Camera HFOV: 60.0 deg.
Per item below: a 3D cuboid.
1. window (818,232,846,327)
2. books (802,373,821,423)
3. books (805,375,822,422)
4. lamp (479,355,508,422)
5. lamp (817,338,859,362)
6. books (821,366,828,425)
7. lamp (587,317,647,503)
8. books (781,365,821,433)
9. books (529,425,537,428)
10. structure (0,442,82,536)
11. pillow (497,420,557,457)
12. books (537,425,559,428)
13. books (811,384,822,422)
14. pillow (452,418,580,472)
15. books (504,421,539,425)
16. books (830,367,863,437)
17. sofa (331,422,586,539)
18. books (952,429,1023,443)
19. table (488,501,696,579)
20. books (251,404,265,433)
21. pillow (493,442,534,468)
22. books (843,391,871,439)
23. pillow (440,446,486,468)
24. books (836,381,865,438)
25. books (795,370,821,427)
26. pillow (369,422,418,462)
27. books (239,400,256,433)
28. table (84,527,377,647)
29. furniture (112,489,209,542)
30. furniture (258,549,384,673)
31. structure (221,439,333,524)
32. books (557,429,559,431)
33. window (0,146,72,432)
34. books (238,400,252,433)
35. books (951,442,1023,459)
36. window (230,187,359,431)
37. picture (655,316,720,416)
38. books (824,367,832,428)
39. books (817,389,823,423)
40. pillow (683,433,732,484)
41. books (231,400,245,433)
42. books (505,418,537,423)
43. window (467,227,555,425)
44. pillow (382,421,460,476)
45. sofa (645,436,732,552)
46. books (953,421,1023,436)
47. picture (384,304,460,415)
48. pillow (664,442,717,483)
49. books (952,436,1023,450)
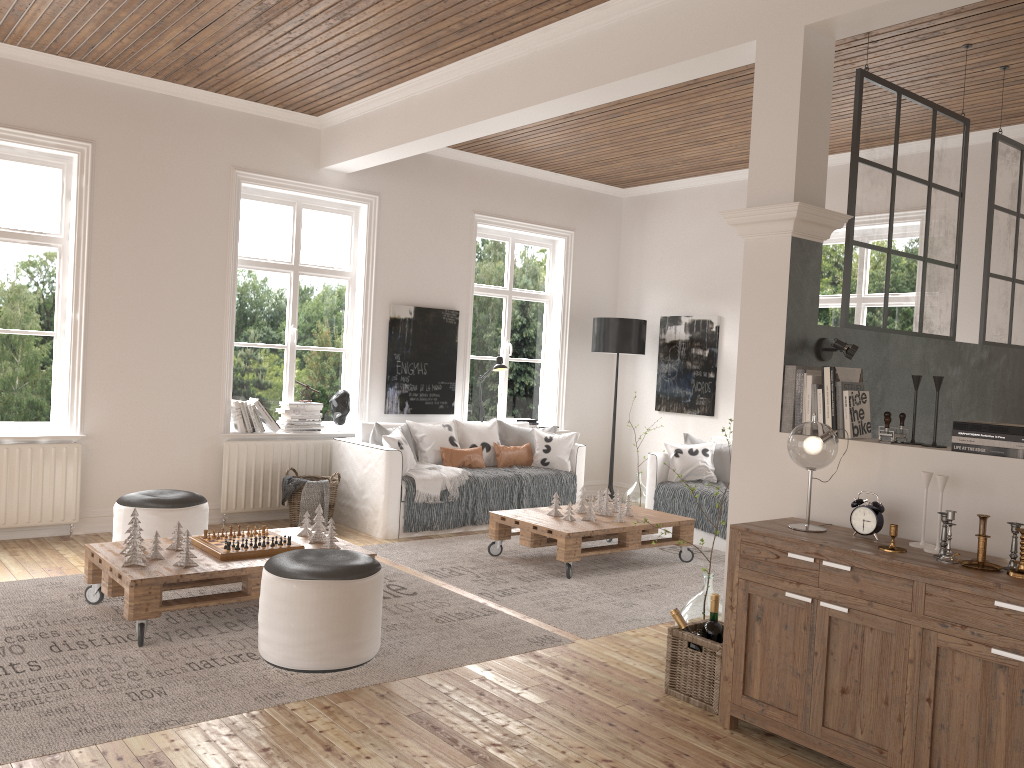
[{"bbox_3d":[2.764,-0.303,7.138,0.120,1.872,1.055,2,2,-39],"label":"window"},{"bbox_3d":[1.243,0.081,3.595,0.205,0.243,0.019,2,2,-39],"label":"books"},{"bbox_3d":[1.254,0.086,3.583,0.200,0.236,0.031,2,2,-39],"label":"books"},{"bbox_3d":[-0.190,0.077,7.969,0.196,0.703,0.439,2,2,-39],"label":"lamp"},{"bbox_3d":[1.378,-0.142,3.717,0.101,0.101,0.156,2,2,-39],"label":"lamp"},{"bbox_3d":[1.294,0.070,3.529,0.200,0.274,0.038,2,2,-39],"label":"books"},{"bbox_3d":[0.960,0.272,8.296,0.499,1.754,0.499,2,2,-42],"label":"lamp"},{"bbox_3d":[1.196,0.063,3.649,0.200,0.271,0.050,2,2,-39],"label":"books"},{"bbox_3d":[0.082,0.390,8.336,0.242,0.023,0.191,2,2,-41],"label":"books"},{"bbox_3d":[-3.349,0.781,5.500,1.223,0.829,0.095,2,2,-39],"label":"structure"},{"bbox_3d":[0.113,0.538,7.640,0.546,0.437,0.292,3,1,-5],"label":"pillow"},{"bbox_3d":[0.293,0.407,8.519,0.251,0.012,0.202,2,2,-38],"label":"books"},{"bbox_3d":[1.247,0.103,3.539,0.141,0.203,0.044,2,2,-39],"label":"books"},{"bbox_3d":[0.016,0.527,7.464,1.081,0.450,0.403,3,2,-15],"label":"pillow"},{"bbox_3d":[0.085,0.367,8.347,0.258,0.023,0.212,2,2,-39],"label":"books"},{"bbox_3d":[1.324,0.073,3.500,0.210,0.274,0.048,2,2,-39],"label":"books"},{"bbox_3d":[-0.394,0.716,7.199,1.960,0.776,0.866,2,2,-39],"label":"sofa"},{"bbox_3d":[1.689,0.178,3.043,0.212,0.023,0.258,2,2,-39],"label":"books"},{"bbox_3d":[0.537,1.035,5.984,1.189,0.300,0.821,2,2,-39],"label":"table"},{"bbox_3d":[-1.952,0.256,6.719,0.118,0.213,0.161,2,2,-39],"label":"books"},{"bbox_3d":[0.022,0.600,7.401,0.414,0.235,0.117,2,2,-39],"label":"pillow"},{"bbox_3d":[1.343,0.119,3.451,0.152,0.185,0.045,2,2,-39],"label":"books"},{"bbox_3d":[-0.389,0.610,7.104,0.414,0.220,0.116,2,2,-38],"label":"pillow"},{"bbox_3d":[1.328,0.101,3.472,0.171,0.219,0.047,2,2,-39],"label":"books"},{"bbox_3d":[1.224,0.073,3.611,0.193,0.257,0.046,2,2,-39],"label":"books"},{"bbox_3d":[-0.929,0.499,6.843,0.282,0.431,0.541,4,2,25],"label":"pillow"},{"bbox_3d":[-2.005,0.244,6.678,0.104,0.232,0.152,2,2,-39],"label":"books"},{"bbox_3d":[-1.392,0.971,4.413,1.189,0.300,0.821,2,2,-39],"label":"table"},{"bbox_3d":[-2.045,0.851,5.171,0.518,0.430,0.518,3,2,-18],"label":"furniture"},{"bbox_3d":[-0.819,0.952,3.813,0.518,0.430,0.518,2,2,-36],"label":"furniture"},{"bbox_3d":[-1.658,0.838,6.864,1.223,0.829,0.095,2,2,-39],"label":"structure"},{"bbox_3d":[0.298,0.434,8.515,0.253,0.014,0.187,2,2,-39],"label":"books"},{"bbox_3d":[-3.404,-0.598,5.634,1.055,1.872,0.120,2,2,-39],"label":"window"},{"bbox_3d":[-2.028,0.242,6.655,0.112,0.235,0.172,2,2,-39],"label":"books"},{"bbox_3d":[1.684,0.228,3.043,0.191,0.032,0.258,2,2,-37],"label":"books"},{"bbox_3d":[-1.716,-0.541,6.995,1.055,1.872,0.120,2,2,-39],"label":"window"},{"bbox_3d":[1.626,-0.178,8.255,0.041,0.908,0.680,2,2,-39],"label":"picture"},{"bbox_3d":[1.308,0.072,3.517,0.200,0.272,0.054,2,2,-39],"label":"books"},{"bbox_3d":[1.258,0.113,3.518,0.125,0.185,0.042,2,2,-39],"label":"books"},{"bbox_3d":[1.631,0.629,7.158,0.541,0.431,0.282,4,2,25],"label":"pillow"},{"bbox_3d":[-2.069,0.238,6.636,0.093,0.239,0.172,2,2,-39],"label":"books"},{"bbox_3d":[0.081,0.342,8.338,0.239,0.028,0.190,2,2,-37],"label":"books"},{"bbox_3d":[-0.030,-0.485,8.355,1.055,1.872,0.120,2,2,-39],"label":"window"},{"bbox_3d":[-0.728,0.509,6.898,0.417,0.414,1.020,4,2,33],"label":"pillow"},{"bbox_3d":[1.998,0.860,6.617,0.866,0.776,1.960,2,2,-39],"label":"sofa"},{"bbox_3d":[1.682,0.152,3.047,0.190,0.028,0.239,2,2,-37],"label":"books"},{"bbox_3d":[-0.759,-0.196,7.548,0.680,0.908,0.041,2,2,-39],"label":"picture"},{"bbox_3d":[1.685,0.638,6.957,1.020,0.414,0.417,4,2,33],"label":"pillow"},{"bbox_3d":[1.676,0.200,3.045,0.191,0.023,0.242,2,2,-41],"label":"books"}]
